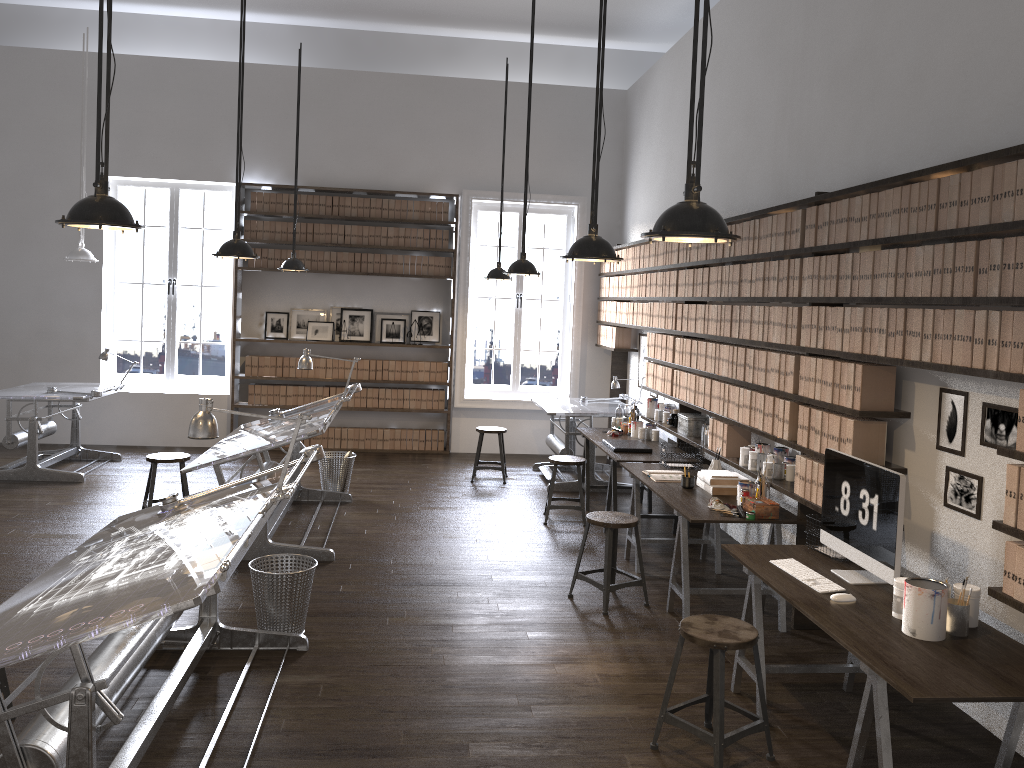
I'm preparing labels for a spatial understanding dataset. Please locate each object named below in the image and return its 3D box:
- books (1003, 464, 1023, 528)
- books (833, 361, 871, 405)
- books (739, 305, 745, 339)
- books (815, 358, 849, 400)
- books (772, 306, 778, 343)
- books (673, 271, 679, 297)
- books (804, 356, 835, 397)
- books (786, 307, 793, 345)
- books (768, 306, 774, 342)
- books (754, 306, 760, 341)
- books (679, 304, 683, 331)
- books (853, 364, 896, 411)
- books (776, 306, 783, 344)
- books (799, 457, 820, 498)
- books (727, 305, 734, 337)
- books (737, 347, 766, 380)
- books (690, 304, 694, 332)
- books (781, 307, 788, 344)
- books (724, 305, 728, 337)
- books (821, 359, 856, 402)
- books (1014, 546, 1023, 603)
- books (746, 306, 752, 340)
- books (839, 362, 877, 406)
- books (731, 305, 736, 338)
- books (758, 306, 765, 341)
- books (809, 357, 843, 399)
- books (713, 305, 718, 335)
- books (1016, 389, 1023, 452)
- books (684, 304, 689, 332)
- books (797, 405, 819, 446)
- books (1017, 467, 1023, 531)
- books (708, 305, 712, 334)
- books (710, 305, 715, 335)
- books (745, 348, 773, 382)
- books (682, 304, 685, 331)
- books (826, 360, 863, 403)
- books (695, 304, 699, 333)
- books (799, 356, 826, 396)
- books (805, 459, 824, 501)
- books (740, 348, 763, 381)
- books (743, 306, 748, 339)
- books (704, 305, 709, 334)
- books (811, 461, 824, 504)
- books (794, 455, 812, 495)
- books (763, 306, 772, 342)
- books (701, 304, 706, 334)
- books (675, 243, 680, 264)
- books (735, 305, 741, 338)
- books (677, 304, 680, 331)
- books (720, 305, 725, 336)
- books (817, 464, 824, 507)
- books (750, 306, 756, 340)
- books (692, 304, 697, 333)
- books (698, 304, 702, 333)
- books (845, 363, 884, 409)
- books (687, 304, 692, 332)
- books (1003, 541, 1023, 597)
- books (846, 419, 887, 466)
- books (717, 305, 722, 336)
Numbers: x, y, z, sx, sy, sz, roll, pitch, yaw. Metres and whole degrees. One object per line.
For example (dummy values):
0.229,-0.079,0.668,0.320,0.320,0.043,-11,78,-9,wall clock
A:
1.874,0.405,3.187,0.174,0.225,0.067,2,3,-6,books
1.740,-0.001,4.520,0.174,0.225,0.067,2,3,-7,books
1.601,-0.403,5.858,0.174,0.225,0.067,2,3,-7,books
1.716,-0.020,4.715,0.174,0.225,0.067,2,3,-7,books
1.659,-0.350,5.311,0.174,0.225,0.067,2,3,-6,books
1.439,-0.826,7.357,0.174,0.225,0.067,2,3,-7,books
1.702,-0.034,4.857,0.174,0.225,0.067,2,3,-7,books
1.683,-0.330,5.111,0.174,0.225,0.067,2,3,-6,books
1.655,-0.356,5.381,0.174,0.225,0.067,2,3,-7,books
1.628,-0.377,5.591,0.174,0.225,0.067,2,3,-7,books
1.449,-0.533,7.179,0.174,0.225,0.067,2,3,-6,books
1.764,0.020,4.309,0.174,0.225,0.067,2,3,-6,books
1.664,-0.343,5.239,0.174,0.225,0.067,2,3,-6,books
1.676,0.518,4.859,0.174,0.225,0.067,2,3,-7,books
1.572,-0.425,6.072,0.174,0.225,0.067,2,3,-7,books
1.590,-0.128,5.875,0.174,0.225,0.067,2,3,-7,books
1.486,-0.505,6.894,0.174,0.225,0.067,2,3,-6,books
1.671,-0.336,5.173,0.174,0.225,0.067,2,3,-7,books
1.570,-0.432,6.147,0.174,0.225,0.067,2,3,-6,books
1.724,-0.014,4.653,0.174,0.225,0.067,2,3,-7,books
1.871,0.689,3.115,0.174,0.225,0.067,2,3,-7,books
1.611,-0.390,5.720,0.174,0.225,0.067,2,3,-6,books
1.748,0.006,4.450,0.174,0.225,0.067,2,3,-7,books
1.586,-0.417,5.999,0.174,0.225,0.067,2,3,-6,books
1.634,-0.370,5.519,0.174,0.225,0.067,2,3,-6,books
1.706,-0.027,4.787,0.174,0.225,0.067,2,3,-6,books
1.541,-0.451,6.346,0.174,0.225,0.067,2,3,-7,books
1.894,0.135,3.139,0.174,0.225,0.067,2,3,-6,books
1.466,-0.519,7.034,0.174,0.225,0.067,2,3,-7,books
1.686,0.235,4.921,0.174,0.225,0.067,2,3,-7,books
1.886,0.412,3.117,0.174,0.225,0.067,2,3,-7,books
1.532,-0.465,6.488,0.174,0.225,0.067,2,3,-6,books
1.536,-0.458,6.418,0.174,0.225,0.067,2,3,-7,books
1.606,-0.113,5.727,0.174,0.225,0.067,2,3,-7,books
1.463,-0.526,7.106,0.174,0.225,0.067,2,3,-7,books
1.727,-0.008,4.586,0.174,0.225,0.067,2,3,-6,books
1.499,-0.492,6.761,0.174,0.225,0.067,2,3,-6,books
1.696,-0.041,4.927,0.174,0.225,0.067,2,3,-7,books
1.684,0.525,4.787,0.174,0.225,0.067,2,3,-6,books
1.592,-0.121,5.801,0.174,0.225,0.067,2,3,-6,books
1.609,-0.396,5.787,0.174,0.225,0.067,2,3,-7,books
1.522,-0.472,6.557,0.174,0.225,0.067,2,3,-6,books
1.695,0.531,4.724,0.174,0.225,0.067,2,3,-7,books
1.671,0.511,4.931,0.174,0.225,0.067,2,3,-7,books
1.646,-0.363,5.450,0.174,0.225,0.067,2,3,-7,books
1.511,-0.479,6.626,0.174,0.225,0.067,2,3,-7,books
1.450,-1.101,7.338,0.174,0.225,0.067,2,3,-6,books
1.589,-0.410,5.928,0.174,0.225,0.067,2,3,-6,books
1.446,-0.540,7.254,0.174,0.225,0.067,2,3,-7,books
1.560,-0.438,6.211,0.174,0.225,0.067,2,3,-7,books
1.705,0.538,4.660,0.174,0.225,0.067,2,3,-6,books
1.623,-0.383,5.654,0.174,0.225,0.067,2,3,-7,books
1.487,-0.499,6.826,0.174,0.225,0.067,2,3,-7,books
1.505,-0.486,6.698,0.174,0.225,0.067,2,3,-6,books
1.752,0.013,4.379,0.174,0.225,0.067,2,3,-6,books
1.478,-0.512,6.965,0.174,0.225,0.067,2,3,-6,books
1.869,0.683,3.183,0.174,0.225,0.067,2,3,-6,books
1.744,0.289,4.366,0.174,0.225,0.067,2,3,-6,books
1.548,-0.444,6.274,0.174,0.225,0.067,2,3,-6,books
